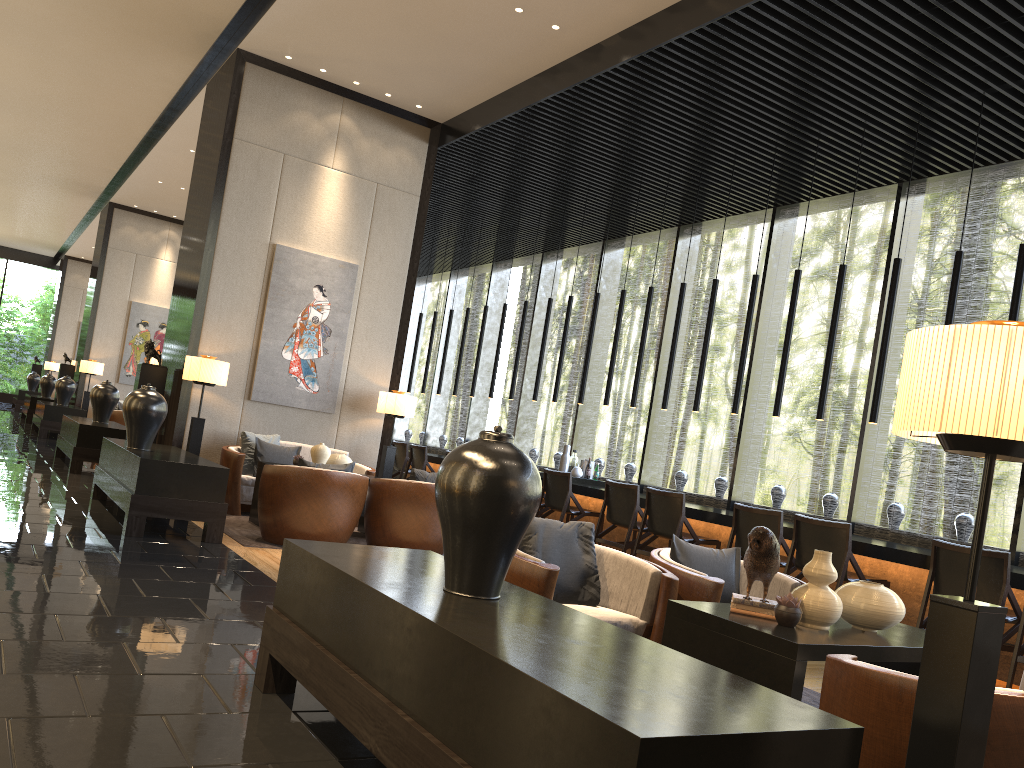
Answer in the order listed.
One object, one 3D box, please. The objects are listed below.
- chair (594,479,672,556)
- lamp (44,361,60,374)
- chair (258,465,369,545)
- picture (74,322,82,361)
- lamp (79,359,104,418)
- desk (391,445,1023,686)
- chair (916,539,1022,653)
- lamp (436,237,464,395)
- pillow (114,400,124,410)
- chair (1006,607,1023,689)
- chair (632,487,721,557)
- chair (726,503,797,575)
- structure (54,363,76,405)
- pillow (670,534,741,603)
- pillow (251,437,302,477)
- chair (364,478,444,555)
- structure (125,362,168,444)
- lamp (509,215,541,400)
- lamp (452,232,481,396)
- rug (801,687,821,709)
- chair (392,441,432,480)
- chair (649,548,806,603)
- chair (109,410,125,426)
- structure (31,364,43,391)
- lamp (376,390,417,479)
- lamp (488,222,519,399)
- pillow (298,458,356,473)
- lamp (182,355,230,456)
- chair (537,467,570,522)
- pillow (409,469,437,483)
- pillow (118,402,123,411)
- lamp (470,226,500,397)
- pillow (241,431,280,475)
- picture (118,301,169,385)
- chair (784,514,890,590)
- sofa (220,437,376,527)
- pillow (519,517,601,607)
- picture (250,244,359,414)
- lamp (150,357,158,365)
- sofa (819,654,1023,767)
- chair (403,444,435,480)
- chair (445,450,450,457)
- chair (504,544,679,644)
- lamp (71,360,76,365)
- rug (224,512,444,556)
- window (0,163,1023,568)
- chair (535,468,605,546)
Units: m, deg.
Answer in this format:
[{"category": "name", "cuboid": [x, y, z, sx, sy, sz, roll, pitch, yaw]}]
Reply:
[{"category": "chair", "cuboid": [1.072, 1.307, 7.912, 0.566, 0.826, 0.524, 10, -2, -31]}, {"category": "lamp", "cuboid": [-12.093, 0.076, 23.130, 0.375, 1.349, 0.375, 9, -1, -2]}, {"category": "chair", "cuboid": [-1.469, 0.916, 6.602, 0.807, 0.603, 0.604, 11, -3, -31]}, {"category": "picture", "cuboid": [-11.311, -0.859, 23.896, 0.838, 1.500, 0.037, 10, -1, -31]}, {"category": "lamp", "cuboid": [-7.429, 0.248, 15.465, 0.375, 1.349, 0.374, 9, -1, -13]}, {"category": "desk", "cuboid": [-2.263, 1.268, 14.093, 1.788, 0.758, 28.655, 11, -5, -31]}, {"category": "chair", "cuboid": [2.732, 1.368, 5.182, 0.566, 0.826, 0.524, 10, -2, -31]}, {"category": "lamp", "cuboid": [-0.886, -1.034, 12.963, 0.060, 2.418, 0.060, 10, -1, -36]}, {"category": "pillow", "cuboid": [-6.921, 0.480, 15.746, 0.200, 0.399, 0.435, 8, -3, 37]}, {"category": "chair", "cuboid": [3.030, 1.379, 4.692, 0.566, 0.826, 0.524, 10, -2, -31]}, {"category": "chair", "cuboid": [1.370, 1.318, 7.422, 0.566, 0.826, 0.524, 10, -2, -31]}, {"category": "chair", "cuboid": [1.895, 1.337, 6.558, 0.566, 0.826, 0.524, 10, -2, -31]}, {"category": "structure", "cuboid": [-8.174, 0.244, 16.095, 0.241, 1.216, 0.239, 10, -1, -31]}, {"category": "pillow", "cuboid": [0.910, 0.902, 4.224, 0.443, 0.338, 0.204, 10, -2, -24]}, {"category": "pillow", "cuboid": [-2.159, 0.690, 8.104, 0.474, 0.360, 0.218, 11, -3, -35]}, {"category": "chair", "cuboid": [-0.749, 1.064, 7.049, 0.807, 0.603, 0.604, 11, -3, -31]}, {"category": "structure", "cuboid": [-3.528, 0.414, 8.459, 0.241, 1.216, 0.239, 10, -1, -31]}, {"category": "lamp", "cuboid": [0.177, -0.995, 11.215, 0.060, 2.418, 0.060, 10, -1, -36]}, {"category": "lamp", "cuboid": [-0.623, -1.024, 12.530, 0.060, 2.418, 0.060, 10, -1, -36]}, {"category": "rug", "cuboid": [1.058, 1.365, 3.196, 2.050, 0.008, 2.235, 12, -5, -31]}, {"category": "chair", "cuboid": [-1.399, 1.216, 11.973, 0.566, 0.826, 0.524, 10, -2, -31]}, {"category": "chair", "cuboid": [0.936, 1.113, 4.117, 0.807, 0.603, 0.604, 11, -3, -31]}, {"category": "chair", "cuboid": [-6.069, 0.746, 14.164, 0.807, 0.603, 0.604, 11, -3, -31]}, {"category": "structure", "cuboid": [-12.832, 0.072, 23.752, 0.241, 1.216, 0.239, 10, -1, -31]}, {"category": "lamp", "cuboid": [-1.236, 0.740, 8.831, 0.375, 1.349, 0.375, 9, -1, -2]}, {"category": "lamp", "cuboid": [-0.090, -1.005, 11.655, 0.060, 2.418, 0.060, 10, -1, -36]}, {"category": "pillow", "cuboid": [-1.376, 0.707, 6.501, 0.443, 0.338, 0.204, 10, -2, -24]}, {"category": "lamp", "cuboid": [-2.801, 0.420, 7.857, 0.374, 1.346, 0.376, 9, -1, 20]}, {"category": "chair", "cuboid": [0.248, 1.277, 9.265, 0.566, 0.826, 0.524, 10, -2, -31]}, {"category": "pillow", "cuboid": [-0.655, 0.852, 6.951, 0.401, 0.362, 0.221, 11, -2, -31]}, {"category": "pillow", "cuboid": [-6.759, 0.521, 15.667, 0.474, 0.360, 0.218, 11, -3, -35]}, {"category": "lamp", "cuboid": [-0.357, -1.015, 12.093, 0.060, 2.418, 0.060, 10, -1, -36]}, {"category": "pillow", "cuboid": [-2.321, 0.649, 8.184, 0.200, 0.399, 0.435, 8, -3, 37]}, {"category": "picture", "cuboid": [-6.639, -0.687, 16.218, 0.838, 1.500, 0.037, 10, -1, -31]}, {"category": "chair", "cuboid": [2.193, 1.348, 6.068, 0.566, 0.826, 0.524, 10, -2, -31]}, {"category": "sofa", "cuboid": [-2.020, 0.906, 8.271, 1.456, 0.692, 0.601, 11, -3, -31]}, {"category": "pillow", "cuboid": [0.190, 0.750, 3.773, 0.401, 0.362, 0.221, 11, -2, -31]}, {"category": "picture", "cuboid": [-2.003, -0.516, 8.596, 0.838, 1.500, 0.037, 10, -1, -31]}, {"category": "lamp", "cuboid": [-3.741, 0.399, 9.398, 0.374, 1.317, 0.376, 9, -1, 13]}, {"category": "sofa", "cuboid": [1.502, 1.033, 2.448, 1.456, 0.692, 0.601, 11, -3, -31]}, {"category": "chair", "cuboid": [-1.100, 1.227, 11.483, 0.566, 0.826, 0.524, 10, -2, -31]}, {"category": "chair", "cuboid": [-0.575, 1.246, 10.619, 0.566, 0.826, 0.524, 10, -2, -31]}, {"category": "chair", "cuboid": [0.216, 0.965, 3.669, 0.807, 0.603, 0.604, 11, -3, -31]}, {"category": "lamp", "cuboid": [-8.367, 0.213, 17.006, 0.375, 1.349, 0.374, 9, -1, -13]}, {"category": "rug", "cuboid": [-1.609, 1.267, 7.580, 1.967, 0.008, 2.235, 12, -5, -31]}, {"category": "window", "cuboid": [-5.853, -1.194, 12.320, 12.111, 4.221, 31.798, 11, -5, -31]}, {"category": "chair", "cuboid": [0.546, 1.288, 8.775, 0.566, 0.826, 0.524, 10, -2, -31]}]
